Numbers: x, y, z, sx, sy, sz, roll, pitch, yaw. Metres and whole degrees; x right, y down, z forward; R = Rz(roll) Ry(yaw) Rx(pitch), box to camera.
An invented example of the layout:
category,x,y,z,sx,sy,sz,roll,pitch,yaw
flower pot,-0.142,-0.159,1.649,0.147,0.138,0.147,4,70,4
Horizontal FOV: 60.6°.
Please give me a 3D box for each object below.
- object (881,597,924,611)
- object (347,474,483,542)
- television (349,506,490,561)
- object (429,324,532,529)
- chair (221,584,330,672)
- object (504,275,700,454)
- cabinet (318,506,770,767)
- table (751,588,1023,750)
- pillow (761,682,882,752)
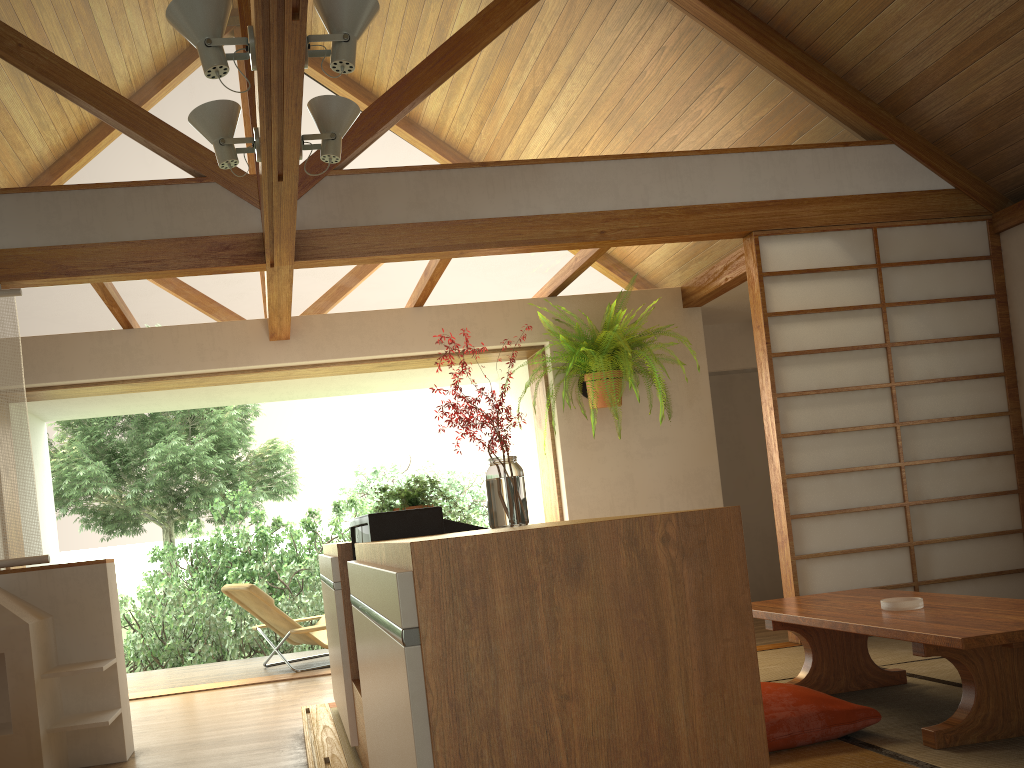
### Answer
category,x,y,z,sx,sy,sz,roll,pitch,yaw
object,1.258,0.709,2.824,0.111,0.030,0.129,0,-11,-38
object,-0.450,0.566,3.693,0.536,0.374,0.535,-11,-8,39
television,-0.207,0.648,2.655,0.478,0.535,0.665,-5,-6,-13
object,-0.067,0.097,2.078,0.235,0.497,0.229,-6,-2,-5
chair,-1.366,1.654,6.190,1.154,0.624,0.865,-1,-8,-36
object,0.627,-0.111,5.484,1.226,1.121,1.108,-5,-5,-18
cabinet,-0.218,0.823,2.649,0.540,0.732,2.757,-5,-8,-15
table,1.288,0.894,2.845,0.584,0.334,1.251,-5,-8,-14
pillow,0.750,1.043,2.794,0.535,0.147,0.591,-4,-9,-18
